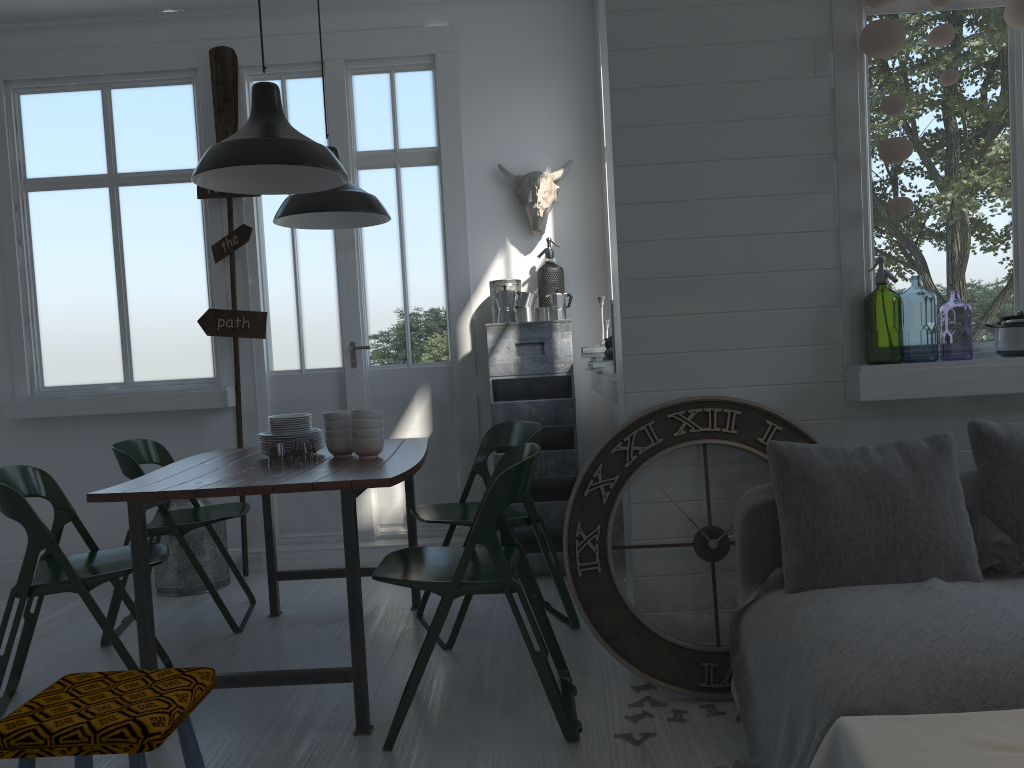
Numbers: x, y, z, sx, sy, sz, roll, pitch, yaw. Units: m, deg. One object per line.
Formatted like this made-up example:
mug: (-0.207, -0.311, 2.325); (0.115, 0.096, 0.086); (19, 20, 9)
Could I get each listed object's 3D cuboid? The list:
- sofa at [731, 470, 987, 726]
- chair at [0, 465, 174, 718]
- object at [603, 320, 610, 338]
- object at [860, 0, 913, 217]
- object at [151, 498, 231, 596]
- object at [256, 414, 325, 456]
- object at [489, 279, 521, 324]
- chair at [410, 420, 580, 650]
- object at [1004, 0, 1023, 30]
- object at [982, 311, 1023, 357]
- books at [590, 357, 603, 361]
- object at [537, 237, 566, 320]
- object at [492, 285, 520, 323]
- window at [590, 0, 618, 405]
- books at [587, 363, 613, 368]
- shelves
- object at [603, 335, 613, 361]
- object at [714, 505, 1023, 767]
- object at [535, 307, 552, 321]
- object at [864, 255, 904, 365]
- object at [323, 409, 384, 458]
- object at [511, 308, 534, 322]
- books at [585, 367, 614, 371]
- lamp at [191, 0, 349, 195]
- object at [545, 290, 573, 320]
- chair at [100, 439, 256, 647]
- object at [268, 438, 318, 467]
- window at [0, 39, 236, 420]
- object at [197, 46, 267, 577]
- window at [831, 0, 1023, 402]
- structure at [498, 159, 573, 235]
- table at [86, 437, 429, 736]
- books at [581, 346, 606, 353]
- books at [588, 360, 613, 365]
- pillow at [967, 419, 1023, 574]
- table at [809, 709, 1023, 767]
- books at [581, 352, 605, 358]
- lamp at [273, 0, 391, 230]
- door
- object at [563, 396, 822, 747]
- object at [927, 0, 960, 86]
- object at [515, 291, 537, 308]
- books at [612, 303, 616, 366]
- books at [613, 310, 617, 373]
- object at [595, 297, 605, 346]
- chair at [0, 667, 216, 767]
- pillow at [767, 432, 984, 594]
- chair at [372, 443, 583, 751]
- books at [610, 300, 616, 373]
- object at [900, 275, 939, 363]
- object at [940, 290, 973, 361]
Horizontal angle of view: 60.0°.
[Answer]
sofa: (2.443, 0.767, 1.541); (3.394, 0.900, 3.404); (-3, 2, 1)
chair: (-1.793, 0.830, 3.643); (0.730, 1.007, 0.651); (-4, 3, -19)
object: (0.588, -0.249, 5.461); (0.095, 0.289, 0.095); (-2, 3, 20)
object: (1.421, -1.336, 3.346); (0.193, 1.406, 0.197); (-6, 4, -38)
object: (-1.994, 0.904, 5.489); (0.450, 0.726, 0.450); (-4, 3, -19)
object: (-1.027, 0.242, 4.112); (0.306, 0.195, 0.300); (-1, 3, 37)
object: (-0.037, -0.521, 5.709); (0.205, 0.290, 0.205); (-3, 3, 3)
chair: (-0.118, 0.710, 4.420); (0.730, 1.007, 0.651); (-4, 3, -19)
object: (1.957, -1.437, 3.334); (0.200, 1.428, 0.196); (-3, 3, 12)
object: (1.956, -0.194, 3.426); (0.186, 0.174, 0.208); (-4, 3, -18)
books: (0.594, -0.150, 5.228); (0.236, 0.028, 0.299); (-3, 2, -1)
object: (0.251, -0.668, 5.712); (0.172, 0.552, 0.171); (-2, 3, 26)
object: (-0.023, -0.491, 5.531); (0.205, 0.250, 0.130); (-4, 3, -8)
window: (0.538, -1.138, 4.566); (0.254, 2.400, 1.871); (-3, 3, 1)
books: (0.546, -0.108, 4.888); (0.232, 0.017, 0.307); (-3, 2, -1)
shelves: (0.143, 0.380, 5.509); (0.513, 1.517, 0.678); (-3, 3, 1)
object: (0.584, -0.205, 4.906); (0.171, 0.146, 0.203); (-3, 2, 5)
object: (1.213, 0.803, 2.601); (1.212, 0.925, 1.682); (-1, 3, 42)
object: (0.204, -0.433, 5.547); (0.108, 0.096, 0.129); (-5, 3, -39)
object: (1.423, -0.284, 3.402); (0.136, 0.416, 0.136); (-3, 3, -2)
object: (-0.706, 0.219, 3.964); (0.309, 0.217, 0.149); (-2, 3, 34)
object: (0.076, -0.423, 5.477); (0.129, 0.096, 0.108); (-2, 3, 31)
books: (0.546, -0.090, 4.884); (0.232, 0.017, 0.313); (-3, 2, 16)
lamp: (-1.066, -1.615, 3.746); (0.650, 1.500, 0.649); (-3, 3, -2)
object: (0.289, -0.482, 5.452); (0.161, 0.196, 0.102); (-5, 4, -40)
chair: (-1.774, 0.790, 4.716); (0.730, 1.007, 0.651); (-4, 3, -9)
object: (-0.948, 0.295, 3.850); (0.172, 0.098, 0.241); (-3, 2, 5)
window: (-2.644, -1.008, 5.831); (1.482, 2.400, 0.253); (-3, 3, 1)
object: (-1.773, -0.485, 5.713); (0.413, 3.424, 0.361); (-1, 4, 34)
window: (1.987, -1.174, 3.385); (1.482, 2.400, 0.253); (-3, 3, 1)
structure: (0.162, -1.204, 5.721); (0.491, 0.471, 0.189); (-3, 3, 4)
table: (-0.947, 0.794, 3.992); (1.171, 0.930, 1.694); (-3, 2, -1)
books: (0.530, -0.205, 5.227); (0.236, 0.035, 0.296); (-3, 2, 3)
books: (0.553, -0.124, 4.884); (0.250, 0.014, 0.310); (-3, 2, 8)
pillow: (1.927, 0.370, 3.026); (0.641, 0.521, 0.280); (-3, 3, 2)
table: (1.222, 0.893, 0.939); (1.670, 0.725, 1.326); (-3, 2, 2)
books: (0.557, -0.176, 5.217); (0.262, 0.028, 0.320); (-3, 2, 11)
lamp: (-1.044, -1.659, 4.924); (0.649, 1.500, 0.650); (-6, 4, -44)
door: (-1.071, -0.545, 5.823); (1.610, 3.484, 0.253); (-3, 3, 1)
object: (0.783, 0.617, 3.349); (1.111, 1.139, 0.584); (-4, 3, -14)
object: (1.626, -1.667, 3.323); (0.150, 1.089, 0.152); (-1, 4, 37)
object: (0.091, -0.514, 5.468); (0.129, 0.126, 0.108); (-3, 3, -7)
books: (0.574, -0.218, 4.168); (0.187, 0.333, 0.060); (-3, 3, 1)
books: (0.579, -0.208, 4.136); (0.199, 0.315, 0.025); (-3, 3, 1)
object: (0.540, -0.375, 5.303); (0.095, 0.289, 0.095); (-2, 3, 20)
chair: (-0.990, 1.051, 2.205); (0.419, 0.563, 0.419); (-3, 3, 1)
pillow: (1.203, 0.440, 2.951); (0.639, 0.522, 0.278); (-3, 3, 1)
chair: (-0.137, 0.751, 3.314); (0.730, 1.007, 0.651); (-3, 3, 1)
books: (0.577, -0.230, 4.229); (0.194, 0.351, 0.065); (-3, 3, 1)
object: (1.564, -0.250, 3.419); (0.137, 0.335, 0.137); (-3, 3, 8)
object: (1.707, -0.224, 3.411); (0.111, 0.270, 0.110); (-2, 3, 19)
